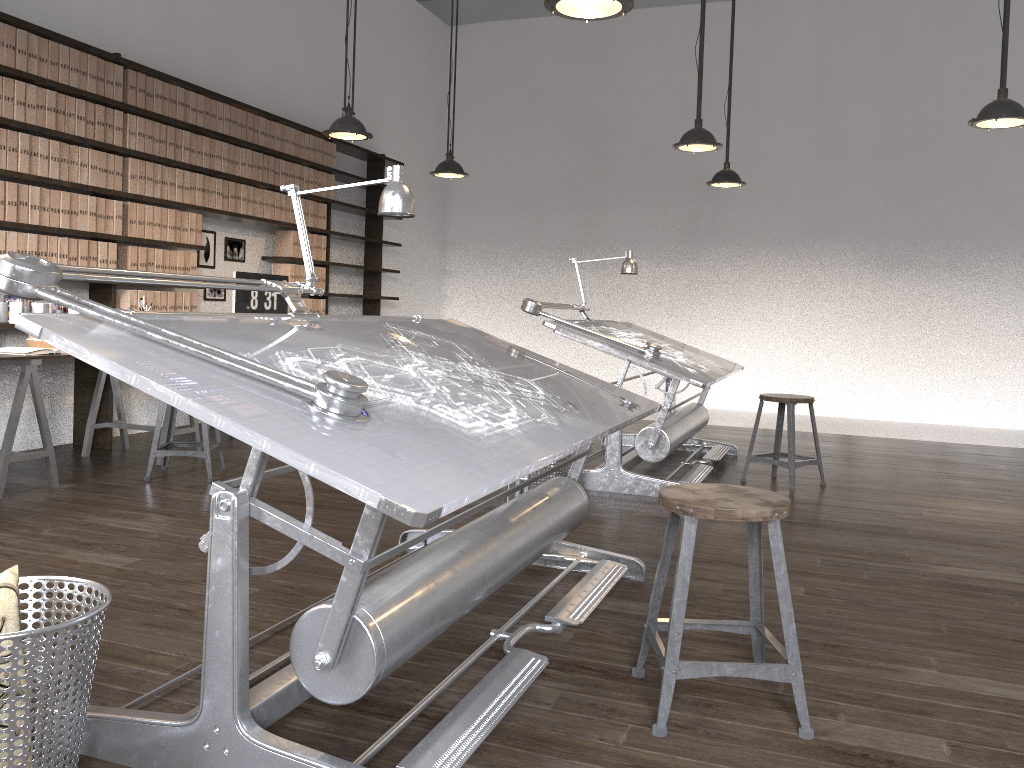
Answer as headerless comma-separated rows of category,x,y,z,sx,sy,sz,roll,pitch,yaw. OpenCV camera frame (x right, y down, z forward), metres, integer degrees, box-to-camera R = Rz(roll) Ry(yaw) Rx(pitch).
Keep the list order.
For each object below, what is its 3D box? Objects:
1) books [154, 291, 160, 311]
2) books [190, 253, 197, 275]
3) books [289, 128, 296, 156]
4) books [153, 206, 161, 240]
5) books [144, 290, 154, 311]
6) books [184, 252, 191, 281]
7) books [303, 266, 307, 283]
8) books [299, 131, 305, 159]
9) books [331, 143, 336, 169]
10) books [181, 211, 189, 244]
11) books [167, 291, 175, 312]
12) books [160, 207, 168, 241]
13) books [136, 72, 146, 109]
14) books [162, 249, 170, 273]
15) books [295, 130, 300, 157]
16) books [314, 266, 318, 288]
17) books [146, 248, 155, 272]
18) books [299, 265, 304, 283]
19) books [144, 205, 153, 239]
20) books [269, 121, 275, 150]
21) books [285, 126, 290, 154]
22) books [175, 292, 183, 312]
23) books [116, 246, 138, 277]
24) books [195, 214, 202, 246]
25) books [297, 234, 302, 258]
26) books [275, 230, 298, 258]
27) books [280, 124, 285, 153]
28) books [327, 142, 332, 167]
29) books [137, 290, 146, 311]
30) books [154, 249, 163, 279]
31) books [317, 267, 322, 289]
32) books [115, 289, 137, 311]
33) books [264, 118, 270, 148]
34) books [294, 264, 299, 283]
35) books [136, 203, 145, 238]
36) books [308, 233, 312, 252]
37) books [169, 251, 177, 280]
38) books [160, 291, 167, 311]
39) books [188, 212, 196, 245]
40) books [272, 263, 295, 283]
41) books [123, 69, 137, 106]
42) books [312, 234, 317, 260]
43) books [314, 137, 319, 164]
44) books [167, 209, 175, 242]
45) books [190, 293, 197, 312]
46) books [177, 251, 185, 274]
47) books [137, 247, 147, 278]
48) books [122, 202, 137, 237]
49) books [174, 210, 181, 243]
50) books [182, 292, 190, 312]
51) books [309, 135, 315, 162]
books,-2.424,-0.506,5.867,0.175,0.225,0.067,3,2,20
books,-2.294,-0.804,6.187,0.175,0.225,0.067,3,2,20
books,-1.862,-1.971,7.232,0.175,0.225,0.067,3,2,20
books,-2.408,-1.056,5.838,0.175,0.225,0.067,3,2,20
books,-2.441,-0.502,5.806,0.175,0.225,0.067,3,2,20
books,-2.317,-0.801,6.129,0.175,0.225,0.067,3,2,20
books,-1.816,-0.892,7.500,0.174,0.225,0.067,3,2,20
books,-1.820,-1.980,7.365,0.174,0.225,0.067,3,2,20
books,-1.648,-2.011,7.826,0.174,0.225,0.067,3,2,20
books,-2.319,-1.073,6.091,0.174,0.225,0.067,3,2,20
books,-2.373,-0.515,5.997,0.175,0.225,0.067,3,2,20
books,-2.388,-1.060,5.898,0.175,0.225,0.067,3,2,20
books,-2.434,-1.867,5.660,0.175,0.225,0.067,3,2,20
books,-2.388,-0.788,5.936,0.174,0.225,0.067,3,2,20
books,-1.842,-1.976,7.299,0.175,0.225,0.067,3,2,20
books,-1.765,-0.900,7.630,0.175,0.225,0.067,3,2,20
books,-2.437,-0.779,5.803,0.175,0.225,0.067,3,2,20
books,-1.844,-0.888,7.436,0.174,0.225,0.067,3,2,20
books,-2.431,-1.051,5.769,0.175,0.225,0.067,3,2,20
books,-1.959,-1.955,6.980,0.175,0.225,0.067,3,2,20
books,-1.889,-1.967,7.164,0.175,0.225,0.067,3,2,20
books,-2.353,-0.520,6.069,0.175,0.225,0.067,3,2,20
books,-2.488,-0.769,5.663,0.175,0.225,0.067,3,2,20
books,-2.271,-1.082,6.225,0.175,0.225,0.067,3,2,20
books,-1.844,-1.160,7.399,0.174,0.225,0.067,3,2,20
books,-1.868,-1.155,7.332,0.175,0.225,0.067,3,2,20
books,-1.912,-1.963,7.106,0.175,0.225,0.067,3,2,20
books,-1.676,-2.007,7.762,0.174,0.225,0.067,3,2,20
books,-2.466,-0.497,5.738,0.175,0.225,0.067,3,2,20
books,-2.408,-0.783,5.869,0.174,0.225,0.067,3,2,20
books,-1.748,-0.904,7.690,0.175,0.225,0.067,3,2,20
books,-2.494,-0.493,5.671,0.174,0.225,0.067,3,2,20
books,-1.983,-1.950,6.913,0.174,0.225,0.067,3,2,20
books,-1.866,-0.883,7.370,0.175,0.225,0.067,3,2,20
books,-2.459,-1.047,5.705,0.175,0.225,0.067,3,2,20
books,-1.796,-1.169,7.532,0.175,0.225,0.067,3,2,20
books,-2.364,-0.792,6.003,0.175,0.225,0.067,3,2,20
books,-2.404,-0.510,5.929,0.175,0.225,0.067,3,2,20
books,-2.291,-1.077,6.156,0.174,0.225,0.067,3,2,20
books,-1.886,-0.879,7.302,0.175,0.225,0.067,3,2,20
books,-2.464,-1.862,5.592,0.175,0.225,0.067,3,2,20
books,-1.765,-1.173,7.601,0.175,0.225,0.067,3,2,20
books,-1.740,-1.993,7.564,0.175,0.225,0.067,3,2,20
books,-2.361,-1.064,5.959,0.175,0.225,0.067,3,2,20
books,-2.304,-0.528,6.202,0.174,0.225,0.067,3,2,20
books,-2.335,-0.796,6.065,0.175,0.225,0.067,3,2,20
books,-2.457,-0.774,5.731,0.175,0.225,0.067,3,2,20
books,-2.485,-1.043,5.640,0.174,0.225,0.067,3,2,20
books,-2.344,-1.068,6.024,0.175,0.225,0.067,3,2,20
books,-2.324,-0.524,6.134,0.174,0.225,0.067,3,2,20
books,-1.765,-1.989,7.496,0.175,0.225,0.067,3,2,20
